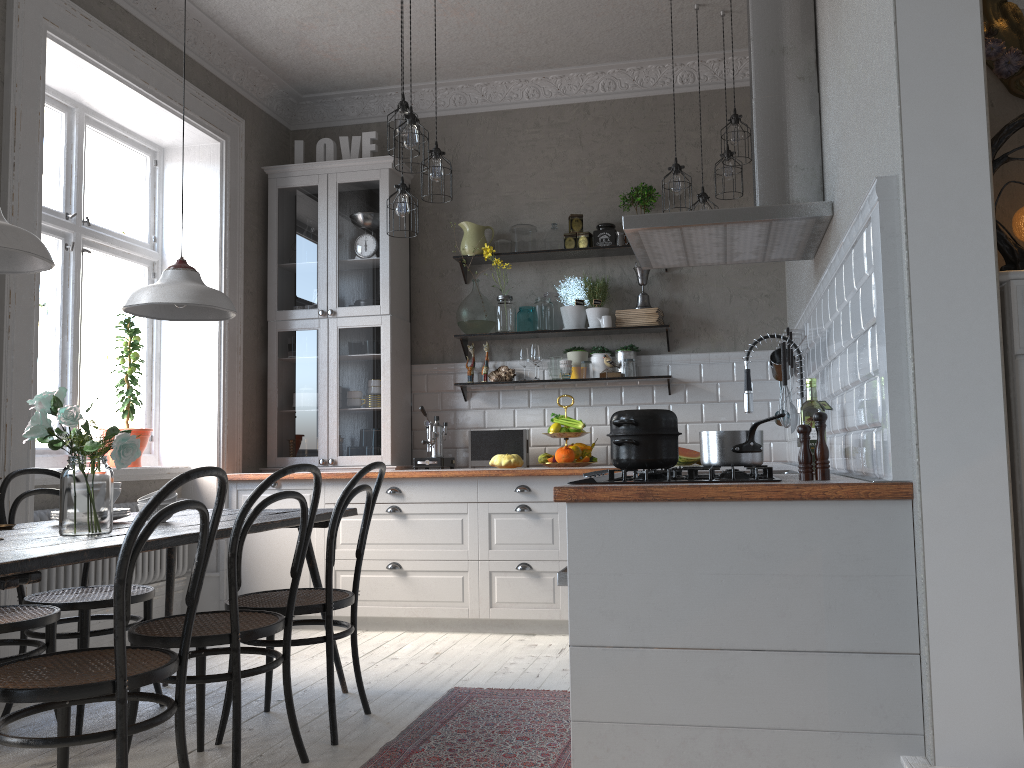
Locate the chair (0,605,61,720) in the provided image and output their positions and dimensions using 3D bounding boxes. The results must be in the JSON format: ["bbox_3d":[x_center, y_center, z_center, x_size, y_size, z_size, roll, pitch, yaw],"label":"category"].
[{"bbox_3d":[-1.751,0.737,2.849,0.545,0.920,0.441,-2,-5,10],"label":"chair"}]

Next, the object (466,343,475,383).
[{"bbox_3d":[-0.257,-0.127,5.518,0.054,0.264,0.061,0,-5,-16],"label":"object"}]

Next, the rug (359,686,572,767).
[{"bbox_3d":[-0.040,1.158,2.879,0.730,0.014,1.300,-2,-5,13],"label":"rug"}]

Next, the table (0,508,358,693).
[{"bbox_3d":[-1.285,0.812,2.727,0.897,0.735,1.936,-2,-5,13],"label":"table"}]

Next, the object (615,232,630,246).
[{"bbox_3d":[0.661,-0.864,5.295,0.092,0.096,0.075,-2,-5,13],"label":"object"}]

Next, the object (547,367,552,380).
[{"bbox_3d":[0.256,-0.057,5.423,0.076,0.083,0.079,-4,-5,30],"label":"object"}]

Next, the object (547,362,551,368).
[{"bbox_3d":[0.255,-0.090,5.426,0.076,0.083,0.079,-4,-5,30],"label":"object"}]

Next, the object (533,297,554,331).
[{"bbox_3d":[0.191,-0.418,5.375,0.122,0.206,0.127,-4,-6,35],"label":"object"}]

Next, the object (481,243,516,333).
[{"bbox_3d":[-0.082,-0.581,5.387,0.191,0.540,0.281,-1,-5,5],"label":"object"}]

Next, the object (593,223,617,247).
[{"bbox_3d":[0.576,-0.891,5.416,0.141,0.174,0.143,-2,-5,12],"label":"object"}]

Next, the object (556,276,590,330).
[{"bbox_3d":[0.393,-0.493,5.432,0.240,0.354,0.239,-4,-5,30],"label":"object"}]

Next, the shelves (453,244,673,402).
[{"bbox_3d":[0.308,-0.343,5.407,1.305,0.923,0.230,-2,-5,11],"label":"shelves"}]

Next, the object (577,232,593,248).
[{"bbox_3d":[0.445,-0.860,5.389,0.081,0.113,0.084,-3,-5,22],"label":"object"}]

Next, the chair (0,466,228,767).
[{"bbox_3d":[-0.978,0.662,2.109,0.545,0.920,0.441,-2,-5,10],"label":"chair"}]

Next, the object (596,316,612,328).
[{"bbox_3d":[0.561,-0.367,5.269,0.104,0.071,0.064,-5,-6,42],"label":"object"}]

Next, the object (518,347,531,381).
[{"bbox_3d":[0.078,-0.118,5.449,0.082,0.217,0.082,-1,-5,-2],"label":"object"}]

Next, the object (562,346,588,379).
[{"bbox_3d":[0.387,-0.129,5.410,0.157,0.217,0.155,0,-5,-8],"label":"object"}]

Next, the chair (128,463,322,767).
[{"bbox_3d":[-0.855,0.702,2.632,0.542,0.920,0.444,-3,-5,20],"label":"chair"}]

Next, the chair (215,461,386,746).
[{"bbox_3d":[-0.722,0.738,3.102,0.545,0.920,0.441,-2,-5,10],"label":"chair"}]

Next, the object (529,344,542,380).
[{"bbox_3d":[0.143,-0.128,5.340,0.082,0.217,0.082,-1,-5,-2],"label":"object"}]

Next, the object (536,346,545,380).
[{"bbox_3d":[0.161,-0.121,5.428,0.082,0.217,0.082,-1,-5,-2],"label":"object"}]

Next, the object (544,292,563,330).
[{"bbox_3d":[0.249,-0.436,5.520,0.130,0.264,0.133,-2,-5,18],"label":"object"}]

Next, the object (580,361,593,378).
[{"bbox_3d":[0.449,-0.082,5.320,0.077,0.108,0.078,-1,-5,6],"label":"object"}]

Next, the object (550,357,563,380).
[{"bbox_3d":[0.267,-0.091,5.346,0.079,0.139,0.078,0,-5,-15],"label":"object"}]

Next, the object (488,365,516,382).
[{"bbox_3d":[-0.063,-0.062,5.432,0.178,0.111,0.095,0,-5,-11],"label":"object"}]

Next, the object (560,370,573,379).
[{"bbox_3d":[0.324,-0.053,5.287,0.077,0.051,0.077,-1,-5,5],"label":"object"}]

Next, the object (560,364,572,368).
[{"bbox_3d":[0.323,-0.088,5.289,0.076,0.051,0.078,-4,-5,31],"label":"object"}]

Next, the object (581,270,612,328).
[{"bbox_3d":[0.509,-0.513,5.357,0.187,0.380,0.166,1,-5,-27],"label":"object"}]

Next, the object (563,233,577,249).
[{"bbox_3d":[0.361,-0.857,5.410,0.082,0.113,0.083,-2,-5,12],"label":"object"}]

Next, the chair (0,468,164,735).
[{"bbox_3d":[-1.618,0.773,3.322,0.540,0.920,0.445,-3,-5,25],"label":"chair"}]

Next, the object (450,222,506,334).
[{"bbox_3d":[-0.242,-0.640,5.469,0.339,0.674,0.333,1,-5,-19],"label":"object"}]

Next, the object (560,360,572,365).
[{"bbox_3d":[0.323,-0.113,5.291,0.077,0.051,0.077,-1,-5,-2],"label":"object"}]

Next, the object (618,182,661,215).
[{"bbox_3d":[0.790,-1.014,5.334,0.256,0.397,0.246,-4,-6,37],"label":"object"}]

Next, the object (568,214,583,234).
[{"bbox_3d":[0.389,-0.971,5.400,0.083,0.113,0.082,0,-5,-8],"label":"object"}]

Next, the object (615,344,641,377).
[{"bbox_3d":[0.704,-0.133,5.363,0.157,0.213,0.154,-2,-5,10],"label":"object"}]

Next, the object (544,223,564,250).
[{"bbox_3d":[0.267,-0.898,5.536,0.142,0.220,0.137,1,-5,-28],"label":"object"}]

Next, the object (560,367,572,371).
[{"bbox_3d":[0.324,-0.071,5.288,0.077,0.051,0.077,-1,-5,5],"label":"object"}]

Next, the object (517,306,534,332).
[{"bbox_3d":[0.092,-0.390,5.485,0.125,0.172,0.127,-2,-5,16],"label":"object"}]

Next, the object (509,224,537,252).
[{"bbox_3d":[0.071,-0.881,5.477,0.175,0.184,0.168,3,-6,-38],"label":"object"}]

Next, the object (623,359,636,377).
[{"bbox_3d":[0.695,-0.093,5.244,0.077,0.108,0.078,-1,-5,6],"label":"object"}]

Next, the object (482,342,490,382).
[{"bbox_3d":[-0.158,-0.132,5.482,0.063,0.264,0.052,3,-6,-41],"label":"object"}]
